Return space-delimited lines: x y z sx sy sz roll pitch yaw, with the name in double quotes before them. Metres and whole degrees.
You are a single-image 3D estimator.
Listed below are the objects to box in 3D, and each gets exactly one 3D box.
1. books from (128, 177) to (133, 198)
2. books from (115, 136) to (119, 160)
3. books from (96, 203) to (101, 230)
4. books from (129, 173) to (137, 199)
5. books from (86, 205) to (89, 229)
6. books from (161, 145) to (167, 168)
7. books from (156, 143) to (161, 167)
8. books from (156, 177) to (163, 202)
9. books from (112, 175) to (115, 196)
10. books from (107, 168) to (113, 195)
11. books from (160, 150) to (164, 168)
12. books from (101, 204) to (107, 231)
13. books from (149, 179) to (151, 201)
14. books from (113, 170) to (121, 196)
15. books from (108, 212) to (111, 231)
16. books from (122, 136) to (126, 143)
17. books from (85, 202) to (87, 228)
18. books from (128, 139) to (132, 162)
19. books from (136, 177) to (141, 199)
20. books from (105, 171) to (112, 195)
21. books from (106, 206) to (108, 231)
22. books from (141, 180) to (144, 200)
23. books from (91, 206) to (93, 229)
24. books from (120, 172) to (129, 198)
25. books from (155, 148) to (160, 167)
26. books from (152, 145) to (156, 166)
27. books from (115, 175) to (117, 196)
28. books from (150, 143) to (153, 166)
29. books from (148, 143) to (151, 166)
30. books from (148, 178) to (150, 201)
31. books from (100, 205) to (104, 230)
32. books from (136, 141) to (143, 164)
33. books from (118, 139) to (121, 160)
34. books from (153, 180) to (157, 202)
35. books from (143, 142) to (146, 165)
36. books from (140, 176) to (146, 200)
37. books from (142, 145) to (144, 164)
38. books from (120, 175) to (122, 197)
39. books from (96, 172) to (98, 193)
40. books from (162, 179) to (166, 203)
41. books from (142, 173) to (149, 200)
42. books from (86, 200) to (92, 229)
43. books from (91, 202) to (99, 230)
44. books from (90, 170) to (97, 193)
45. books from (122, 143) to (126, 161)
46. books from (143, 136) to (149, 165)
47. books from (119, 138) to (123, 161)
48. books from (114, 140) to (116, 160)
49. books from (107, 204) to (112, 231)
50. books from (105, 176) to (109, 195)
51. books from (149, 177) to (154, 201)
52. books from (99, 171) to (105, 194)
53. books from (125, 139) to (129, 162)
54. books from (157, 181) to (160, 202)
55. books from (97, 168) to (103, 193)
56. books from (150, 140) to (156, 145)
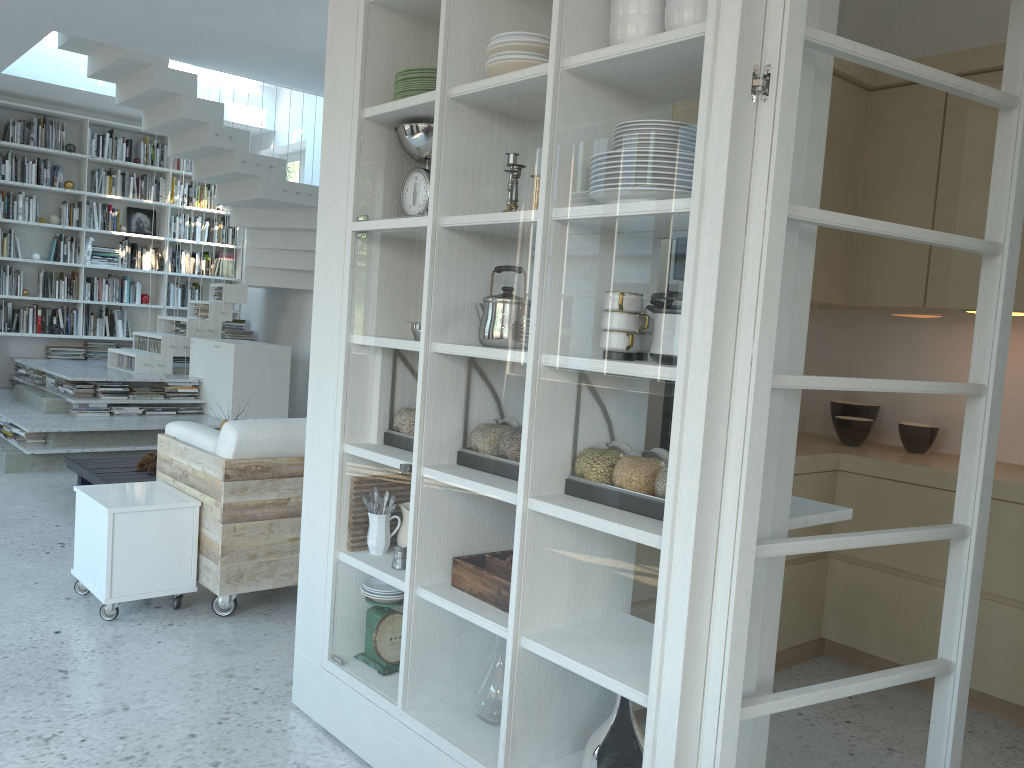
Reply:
"books" -4.091 -2.084 9.463 0.030 0.230 0.186 0 6 -41
"books" -4.181 -2.469 9.348 0.014 0.262 0.168 0 6 -41
"books" -4.356 -1.753 9.326 0.012 0.285 0.159 0 6 -41
"books" -4.065 -2.113 9.517 0.048 0.283 0.162 0 6 -41
"books" -4.451 -1.739 9.260 0.030 0.254 0.128 0 6 -41
"books" -3.806 -2.464 9.674 0.026 0.263 0.163 0 6 -41
"books" -3.859 -2.474 9.649 0.025 0.279 0.136 0 6 -41
"books" -3.858 -2.110 9.685 0.026 0.284 0.147 0 6 -41
"books" -4.235 -2.085 9.368 0.030 0.224 0.157 0 6 -41
"books" -4.248 -2.121 9.352 0.011 0.296 0.162 0 6 -41
"books" -3.843 -2.441 9.674 0.031 0.211 0.131 0 6 -41
"books" -4.304 -1.752 9.352 0.012 0.288 0.176 0 6 -41
"books" -3.948 -2.093 9.605 0.011 0.249 0.151 0 6 -41
"books" -4.189 -2.116 9.394 0.026 0.288 0.156 0 6 -41
"books" -4.275 -1.711 9.366 0.013 0.207 0.189 0 6 -41
"books" -4.135 -2.478 9.416 0.012 0.279 0.153 0 6 -41
"books" -4.468 -1.754 9.233 0.031 0.284 0.137 0 6 -41
"books" -4.086 -2.466 9.438 0.030 0.258 0.164 0 6 -41
"books" -4.027 -2.089 9.521 0.014 0.240 0.189 0 6 -41
"books" -4.258 -2.103 9.335 0.026 0.261 0.167 0 6 -41
"books" -4.302 -1.743 9.373 0.020 0.267 0.152 0 6 -41
"books" -4.006 -2.078 9.550 0.031 0.217 0.165 0 6 -41
"books" -4.410 -1.734 9.266 0.011 0.248 0.155 0 6 -41
"books" -4.121 -2.100 9.398 0.032 0.265 0.245 0 6 -41
"books" -3.870 -2.438 9.620 0.029 0.210 0.169 0 6 -41
"books" -3.897 -2.451 9.588 0.018 0.235 0.186 0 6 -41
"books" -4.223 -2.092 9.396 0.024 0.236 0.146 0 6 -41
"books" -3.924 -2.464 9.592 0.017 0.257 0.146 0 6 -41
"books" -3.933 -2.459 9.565 0.031 0.249 0.164 0 6 -41
"books" -3.966 -2.095 9.608 0.014 0.249 0.162 0 6 -41
"books" -4.341 -1.746 9.353 0.043 0.269 0.131 0 6 -41
"books" -3.994 -2.463 9.503 0.019 0.256 0.169 0 6 -41
"books" -4.169 -2.456 9.362 0.022 0.236 0.172 0 6 -41
"books" -3.904 -2.089 9.641 0.030 0.241 0.162 0 6 -41
"books" -3.974 -2.461 9.531 0.016 0.252 0.188 0 6 -41
"books" -3.989 -2.102 9.573 0.023 0.264 0.156 0 6 -41
"books" -3.986 -2.445 9.516 0.008 0.221 0.182 0 6 -41
"books" -4.177 -2.092 9.419 0.025 0.239 0.142 0 6 -41
"books" -4.358 -2.093 9.264 0.013 0.237 0.141 0 6 -41
"books" -3.835 -2.100 9.703 0.031 0.265 0.169 0 6 -41
"books" -3.962 -2.115 9.576 0.022 0.295 0.180 0 6 -41
"books" -4.424 -1.761 9.263 0.015 0.301 0.140 0 6 -41
"books" -4.383 -1.755 9.294 0.065 0.289 0.145 0 6 -41
"books" -4.368 -2.102 9.257 0.012 0.254 0.160 0 6 -41
"books" -4.134 -2.438 9.388 0.024 0.202 0.189 0 6 -41
"books" -3.949 -2.495 9.547 0.007 0.321 0.165 0 6 -41
"books" -4.158 -2.465 9.381 0.021 0.254 0.151 0 6 -41
"books" -4.212 -2.450 9.351 0.030 0.221 0.133 0 6 -41
"books" -4.269 -1.750 9.380 0.014 0.285 0.175 0 6 -41
"books" -4.276 -2.077 9.317 0.025 0.208 0.175 0 6 -41
"books" -3.923 -2.104 9.613 0.036 0.272 0.177 0 6 -41
"books" -4.309 -2.100 9.316 0.026 0.251 0.130 0 6 -41
"books" -4.111 -2.465 9.434 0.012 0.254 0.160 0 6 -41
"books" -3.880 -2.086 9.675 0.022 0.234 0.158 0 6 -41
"books" -4.332 -2.116 9.283 0.051 0.282 0.166 0 6 -41
"books" -3.894 -2.484 9.612 0.020 0.299 0.131 0 6 -41
